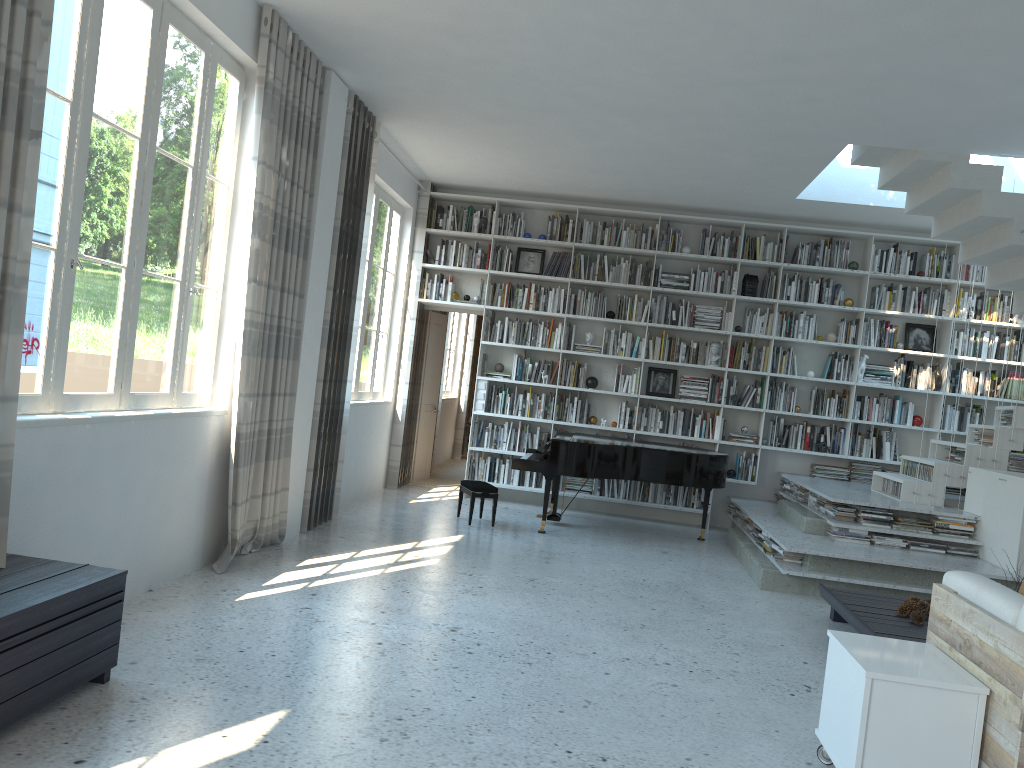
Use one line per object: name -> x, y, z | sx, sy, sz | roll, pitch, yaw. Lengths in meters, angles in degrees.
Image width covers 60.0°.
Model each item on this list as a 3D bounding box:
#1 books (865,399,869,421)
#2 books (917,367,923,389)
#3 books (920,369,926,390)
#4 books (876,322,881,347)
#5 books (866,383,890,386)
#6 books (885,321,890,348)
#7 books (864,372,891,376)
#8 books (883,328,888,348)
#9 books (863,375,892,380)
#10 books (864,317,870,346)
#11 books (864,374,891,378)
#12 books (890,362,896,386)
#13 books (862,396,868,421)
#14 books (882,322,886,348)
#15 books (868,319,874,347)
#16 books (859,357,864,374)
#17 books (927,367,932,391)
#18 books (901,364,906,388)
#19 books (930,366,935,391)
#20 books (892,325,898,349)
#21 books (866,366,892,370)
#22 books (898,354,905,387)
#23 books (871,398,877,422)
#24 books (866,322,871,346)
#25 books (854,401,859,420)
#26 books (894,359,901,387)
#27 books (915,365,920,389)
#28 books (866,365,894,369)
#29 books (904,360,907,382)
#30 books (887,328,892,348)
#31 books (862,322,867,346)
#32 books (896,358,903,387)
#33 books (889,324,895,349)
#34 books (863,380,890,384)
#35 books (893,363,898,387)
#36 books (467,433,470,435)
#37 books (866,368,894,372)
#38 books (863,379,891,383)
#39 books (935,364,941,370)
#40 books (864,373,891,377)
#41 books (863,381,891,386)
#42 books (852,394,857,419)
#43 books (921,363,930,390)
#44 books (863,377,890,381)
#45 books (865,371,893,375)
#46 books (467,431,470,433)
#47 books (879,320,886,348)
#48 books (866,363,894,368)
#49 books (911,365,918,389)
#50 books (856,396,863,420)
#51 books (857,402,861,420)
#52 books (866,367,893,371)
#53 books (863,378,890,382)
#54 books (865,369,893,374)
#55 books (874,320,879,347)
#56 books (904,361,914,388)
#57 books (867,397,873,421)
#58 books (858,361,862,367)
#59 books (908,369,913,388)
books -> 3.567, 0.260, 8.957 | 0.011, 0.223, 0.163 | 7, 1, 6
books -> 4.084, -0.057, 8.926 | 0.028, 0.235, 0.129 | 7, 1, 6
books -> 4.108, -0.043, 8.916 | 0.025, 0.213, 0.155 | 7, 1, 6
books -> 3.691, -0.490, 8.968 | 0.043, 0.269, 0.131 | 7, 1, 6
books -> 3.658, 0.006, 8.953 | 0.285, 0.012, 0.159 | 7, 0, 1
books -> 3.761, -0.490, 8.935 | 0.014, 0.285, 0.175 | 7, 1, 6
books -> 3.674, -0.102, 8.951 | 0.254, 0.012, 0.161 | 7, 0, 11
books -> 3.742, -0.453, 8.926 | 0.013, 0.207, 0.189 | 7, 1, 6
books -> 3.669, -0.066, 8.958 | 0.285, 0.012, 0.159 | 7, 0, 4
books -> 3.571, -0.520, 8.968 | 0.015, 0.301, 0.140 | 7, 1, 6
books -> 3.669, -0.078, 8.952 | 0.254, 0.012, 0.161 | 7, 0, 1
books -> 3.826, -0.096, 8.936 | 0.012, 0.254, 0.161 | 7, 1, 6
books -> 3.553, 0.246, 8.971 | 0.024, 0.247, 0.143 | 7, 1, 6
books -> 3.732, -0.484, 8.953 | 0.020, 0.267, 0.152 | 7, 1, 6
books -> 3.621, -0.508, 8.959 | 0.065, 0.289, 0.146 | 7, 1, 6
books -> 3.512, -0.139, 8.981 | 0.028, 0.267, 0.137 | 7, 1, 6
books -> 4.161, -0.050, 8.888 | 0.041, 0.239, 0.176 | 7, 1, 6
books -> 3.909, -0.078, 8.917 | 0.030, 0.236, 0.179 | 7, 1, 6
books -> 4.196, -0.054, 8.899 | 0.024, 0.255, 0.145 | 7, 1, 6
books -> 3.832, -0.461, 8.921 | 0.026, 0.244, 0.178 | 7, 1, 6
books -> 3.682, -0.161, 8.956 | 0.254, 0.012, 0.161 | 7, 0, 8
books -> 3.894, -0.131, 8.911 | 0.010, 0.339, 0.180 | 7, 1, 6
books -> 3.630, 0.259, 8.960 | 0.026, 0.239, 0.177 | 7, 1, 6
books -> 3.580, -0.492, 8.958 | 0.011, 0.248, 0.155 | 7, 1, 6
books -> 3.466, 0.266, 8.975 | 0.023, 0.186, 0.159 | 7, 1, 6
books -> 3.872, -0.106, 8.941 | 0.012, 0.285, 0.159 | 7, 1, 6
books -> 4.056, -0.068, 8.930 | 0.031, 0.250, 0.133 | 7, 1, 6
books -> 3.683, -0.174, 8.956 | 0.285, 0.012, 0.159 | 7, 0, 4
books -> 3.935, -0.097, 8.932 | 0.013, 0.280, 0.131 | 7, 1, 6
books -> 3.781, -0.451, 8.937 | 0.033, 0.213, 0.152 | 7, 1, 6
books -> 3.548, -0.499, 8.984 | 0.030, 0.253, 0.128 | 7, 1, 6
books -> 3.882, -0.113, 8.913 | 0.011, 0.300, 0.184 | 7, 1, 6
books -> 3.810, -0.468, 8.933 | 0.021, 0.253, 0.167 | 7, 1, 6
books -> 3.661, -0.018, 8.955 | 0.254, 0.012, 0.161 | 7, 0, 2
books -> 3.845, -0.090, 8.951 | 0.023, 0.247, 0.138 | 7, 1, 6
books -> -0.717, 0.760, 13.676 | 0.128, 0.030, 0.182 | 7, 0, 28
books -> 3.678, -0.138, 8.950 | 0.285, 0.012, 0.159 | 7, 0, 1
books -> 3.662, -0.030, 8.952 | 0.285, 0.012, 0.159 | 7, 0, 11
books -> 4.274, -0.059, 8.906 | 0.029, 0.284, 0.138 | 7, 1, 6
books -> 3.672, -0.090, 8.962 | 0.254, 0.012, 0.161 | 7, 0, 6
books -> 3.660, -0.005, 8.955 | 0.285, 0.012, 0.159 | 7, 0, 10
books -> 3.453, 0.231, 8.987 | 0.012, 0.254, 0.161 | 7, 1, 6
books -> 4.132, -0.069, 8.889 | 0.021, 0.271, 0.191 | 7, 1, 6
books -> 3.666, -0.054, 8.959 | 0.254, 0.012, 0.161 | 7, 0, 8
books -> 3.676, -0.114, 8.955 | 0.285, 0.012, 0.159 | 7, 0, 3
books -> -0.718, 0.733, 13.675 | 0.189, 0.022, 0.133 | 6, 0, -33
books -> 3.716, -0.496, 8.941 | 0.012, 0.287, 0.176 | 7, 1, 6
books -> 3.685, -0.185, 8.956 | 0.285, 0.012, 0.159 | 7, 0, 8
books -> 4.022, -0.067, 8.915 | 0.031, 0.242, 0.147 | 7, 1, 6
books -> 3.516, 0.243, 8.964 | 0.047, 0.244, 0.177 | 7, 1, 6
books -> 3.487, 0.270, 8.971 | 0.022, 0.184, 0.162 | 7, 1, 6
books -> 3.681, -0.149, 8.957 | 0.285, 0.012, 0.159 | 7, 0, 8
books -> 3.664, -0.042, 8.955 | 0.254, 0.012, 0.161 | 7, 0, 10
books -> 3.678, -0.126, 8.957 | 0.285, 0.012, 0.159 | 7, 0, 8
books -> 3.663, -0.501, 8.961 | 0.012, 0.285, 0.159 | 7, 1, 6
books -> 3.969, -0.093, 8.915 | 0.059, 0.282, 0.167 | 7, 1, 6
books -> 3.594, 0.251, 8.949 | 0.045, 0.246, 0.185 | 7, 1, 6
books -> 3.479, -0.120, 8.955 | 0.027, 0.221, 0.184 | 7, 1, 6
books -> 4.006, -0.087, 8.938 | 0.010, 0.278, 0.129 | 7, 1, 6
